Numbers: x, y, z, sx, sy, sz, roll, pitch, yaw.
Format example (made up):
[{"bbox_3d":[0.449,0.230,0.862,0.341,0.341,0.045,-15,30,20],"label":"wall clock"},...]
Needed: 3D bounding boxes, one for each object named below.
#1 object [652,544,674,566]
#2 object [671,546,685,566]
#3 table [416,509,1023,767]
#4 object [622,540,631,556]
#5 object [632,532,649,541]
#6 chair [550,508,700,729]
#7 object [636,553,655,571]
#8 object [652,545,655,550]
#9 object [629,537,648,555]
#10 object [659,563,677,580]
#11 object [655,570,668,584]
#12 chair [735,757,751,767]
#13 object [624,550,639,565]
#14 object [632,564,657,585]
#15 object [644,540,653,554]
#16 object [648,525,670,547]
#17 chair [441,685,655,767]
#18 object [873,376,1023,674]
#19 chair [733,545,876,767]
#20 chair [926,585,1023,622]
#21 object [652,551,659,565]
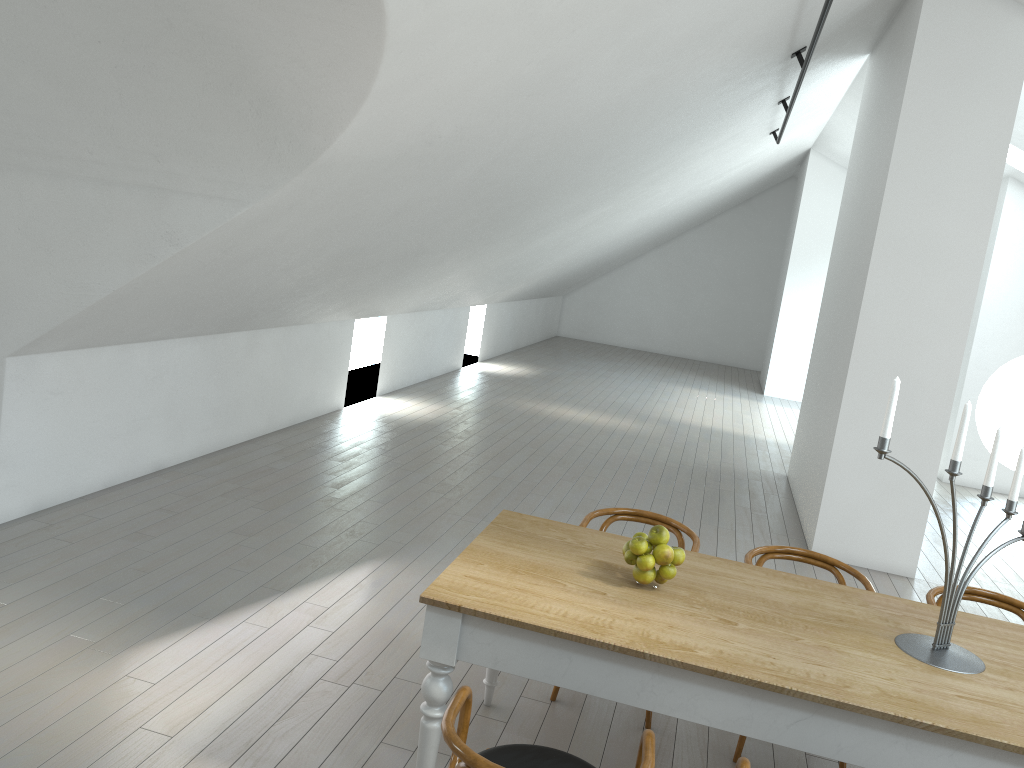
[{"bbox_3d":[0.505,0.569,2.951,0.072,0.071,0.066,6,8,-18],"label":"object"},{"bbox_3d":[0.551,0.585,3.007,0.072,0.063,0.071,10,8,6],"label":"object"},{"bbox_3d":[1.390,1.267,2.824,3.352,0.796,1.021,11,8,13],"label":"table"},{"bbox_3d":[0.417,0.574,3.036,0.077,0.076,0.077,6,9,-20],"label":"object"},{"bbox_3d":[0.448,0.548,3.084,0.062,0.063,0.063,5,9,-25],"label":"object"},{"bbox_3d":[0.509,0.990,3.941,0.528,0.732,0.623,11,8,15],"label":"chair"},{"bbox_3d":[0.444,0.591,2.940,0.062,0.059,0.062,11,8,17],"label":"object"},{"bbox_3d":[0.495,0.544,3.048,0.053,0.057,0.058,13,9,27],"label":"object"},{"bbox_3d":[0.422,0.540,2.953,0.062,0.059,0.062,11,8,13],"label":"object"},{"bbox_3d":[0.520,0.625,2.962,0.059,0.055,0.060,10,8,7],"label":"object"},{"bbox_3d":[0.506,0.655,3.013,0.051,0.050,0.050,11,8,16],"label":"object"},{"bbox_3d":[0.739,1.317,2.100,0.528,0.732,0.623,11,8,16],"label":"chair"},{"bbox_3d":[0.404,0.583,2.983,0.053,0.053,0.051,9,8,4],"label":"object"},{"bbox_3d":[0.446,0.635,2.985,0.078,0.073,0.081,4,10,-32],"label":"object"},{"bbox_3d":[0.449,0.553,2.997,0.052,0.050,0.053,6,8,-16],"label":"object"},{"bbox_3d":[0.496,0.513,2.991,0.072,0.074,0.072,11,8,13],"label":"object"},{"bbox_3d":[0.048,1.184,2.268,0.528,0.732,0.623,10,8,9],"label":"chair"},{"bbox_3d":[1.353,0.423,2.746,0.774,0.872,0.267,7,8,-13],"label":"object"},{"bbox_3d":[1.186,1.130,3.716,0.527,0.732,0.623,10,8,8],"label":"chair"},{"bbox_3d":[1.880,1.265,3.541,0.528,0.732,0.623,11,8,12],"label":"chair"},{"bbox_3d":[0.520,0.591,3.063,0.070,0.072,0.071,5,9,-23],"label":"object"}]
